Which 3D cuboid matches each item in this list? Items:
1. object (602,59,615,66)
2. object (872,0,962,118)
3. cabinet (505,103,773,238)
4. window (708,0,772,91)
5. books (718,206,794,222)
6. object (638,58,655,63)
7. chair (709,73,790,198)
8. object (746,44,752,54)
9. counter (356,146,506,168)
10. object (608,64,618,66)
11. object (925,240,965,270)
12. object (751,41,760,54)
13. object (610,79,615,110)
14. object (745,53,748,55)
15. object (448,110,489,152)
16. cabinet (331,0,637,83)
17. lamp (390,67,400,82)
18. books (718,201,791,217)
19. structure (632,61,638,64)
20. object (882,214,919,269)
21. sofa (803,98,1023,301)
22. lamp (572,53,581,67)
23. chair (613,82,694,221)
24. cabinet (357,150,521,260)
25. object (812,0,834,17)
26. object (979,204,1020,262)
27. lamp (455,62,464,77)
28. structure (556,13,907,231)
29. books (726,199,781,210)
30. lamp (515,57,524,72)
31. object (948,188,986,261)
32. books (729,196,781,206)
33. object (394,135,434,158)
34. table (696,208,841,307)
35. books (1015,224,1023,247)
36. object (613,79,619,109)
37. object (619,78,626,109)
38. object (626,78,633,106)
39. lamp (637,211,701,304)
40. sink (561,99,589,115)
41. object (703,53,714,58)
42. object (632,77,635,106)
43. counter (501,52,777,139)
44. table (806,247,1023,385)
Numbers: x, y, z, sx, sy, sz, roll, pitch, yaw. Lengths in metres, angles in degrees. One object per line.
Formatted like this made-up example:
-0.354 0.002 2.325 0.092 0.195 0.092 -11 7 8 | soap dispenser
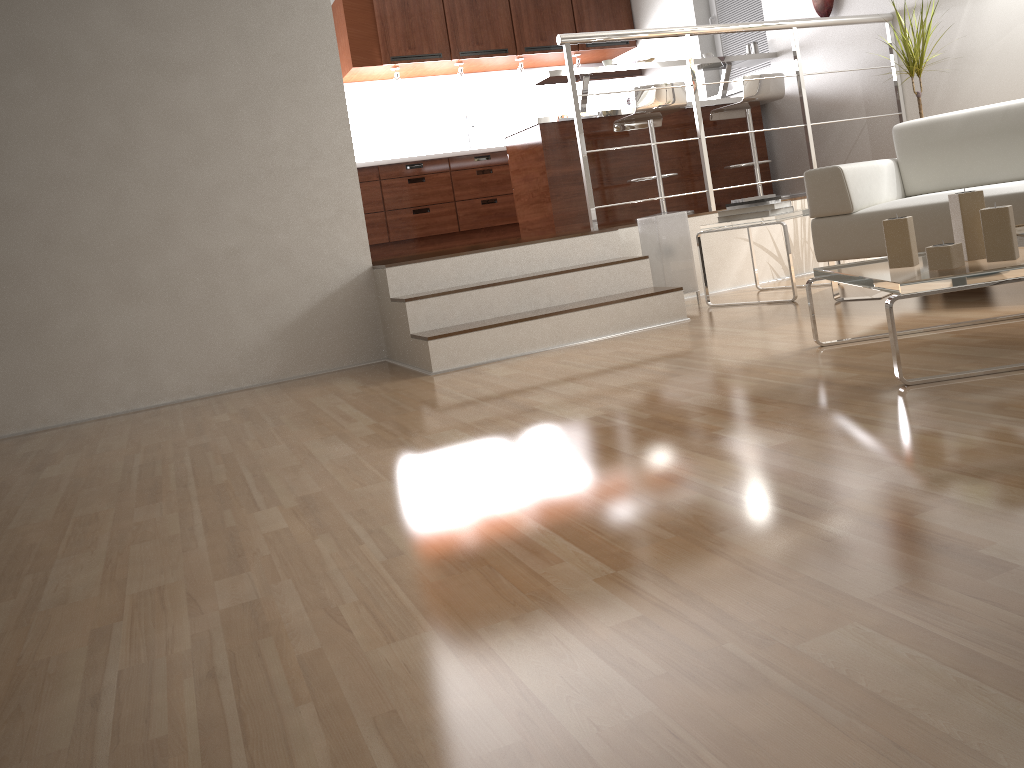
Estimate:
0.662 -2.203 6.024 0.078 0.045 0.068 -6 8 22 | object
2.218 -1.392 4.725 0.504 1.465 0.441 -9 2 -9 | object
0.966 -1.617 6.572 1.866 0.746 0.634 -12 6 -22 | cabinet
1.843 -3.000 7.001 0.143 1.259 0.843 -9 4 -21 | window
1.182 -0.825 4.256 0.231 0.027 0.286 -17 13 -41 | books
0.978 -2.294 6.252 0.141 0.041 0.130 -12 10 -20 | object
1.679 -1.689 6.079 0.391 0.843 0.424 -10 3 -26 | chair
1.800 -2.513 6.624 0.053 0.109 0.052 -11 3 -38 | object
-1.051 -1.891 7.577 2.123 0.039 0.683 -13 11 -22 | counter
0.650 -2.178 6.023 0.131 0.008 0.141 -12 10 -19 | object
1.119 -0.336 2.263 0.068 0.074 0.067 -13 6 -36 | object
1.828 -2.510 6.573 0.053 0.111 0.052 -11 3 -38 | object
0.981 -2.868 8.663 0.033 0.380 0.064 -9 1 -21 | object
1.775 -2.468 6.570 0.051 0.045 0.052 -6 7 26 | object
-0.379 -2.304 8.053 0.333 0.403 0.163 -11 3 -22 | object
-0.230 -3.227 7.985 2.745 0.632 0.651 -13 7 -22 | cabinet
-0.987 -2.635 7.465 0.079 0.123 0.081 -8 4 18 | lamp
1.178 -0.851 4.256 0.285 0.027 0.231 -1 12 37 | books
1.067 -3.047 8.477 0.049 0.033 0.599 -11 10 -21 | structure
1.089 -0.404 2.455 0.066 0.150 0.068 -7 3 39 | object
2.188 -0.787 3.406 1.771 0.733 0.923 -1 10 43 | sofa
0.604 -2.997 8.121 0.079 0.123 0.081 -8 4 18 | lamp
0.951 -1.523 5.780 0.391 0.843 0.425 -10 3 -17 | chair
-0.353 -1.662 7.847 3.538 0.795 0.681 -13 6 -22 | cabinet
2.062 -2.845 5.916 0.150 0.784 0.153 -8 1 23 | object
1.252 -0.393 2.250 0.066 0.150 0.068 -7 3 38 | object
-0.456 -2.756 7.683 0.079 0.123 0.081 -8 4 18 | lamp
1.382 -1.566 5.061 2.346 1.046 0.057 -12 2 -22 | structure
1.175 -0.872 4.256 0.215 0.014 0.155 -1 12 37 | books
0.074 -2.876 7.902 0.079 0.123 0.081 -8 4 18 | lamp
1.238 -0.435 2.369 0.067 0.195 0.067 -9 2 4 | object
1.173 -0.886 4.256 0.154 0.014 0.215 -17 13 -41 | books
-0.874 -2.118 7.895 0.373 0.239 0.156 -12 4 -21 | object
1.275 -0.636 4.332 0.461 0.397 0.561 -3 9 43 | table
1.514 -0.444 2.576 0.204 0.055 0.295 -10 10 -6 | books
1.018 -2.866 8.605 0.008 0.375 0.033 -9 1 -21 | object
1.058 -2.852 8.491 0.020 0.375 0.106 -9 2 -21 | object
1.117 -2.851 8.395 0.043 0.363 0.090 -9 1 -22 | object
0.807 -0.636 4.512 0.194 0.478 0.198 -10 2 -21 | lamp
0.808 -2.459 8.365 0.678 0.575 0.601 -11 6 -21 | sink
1.433 -2.386 6.384 0.079 0.045 0.068 -7 7 15 | object
1.145 -2.825 8.272 0.024 0.379 0.071 -9 1 -21 | object
1.013 -2.159 6.539 2.123 0.316 0.841 -13 10 -22 | counter
1.330 -0.237 2.448 0.793 0.247 0.711 -8 9 3 | table
